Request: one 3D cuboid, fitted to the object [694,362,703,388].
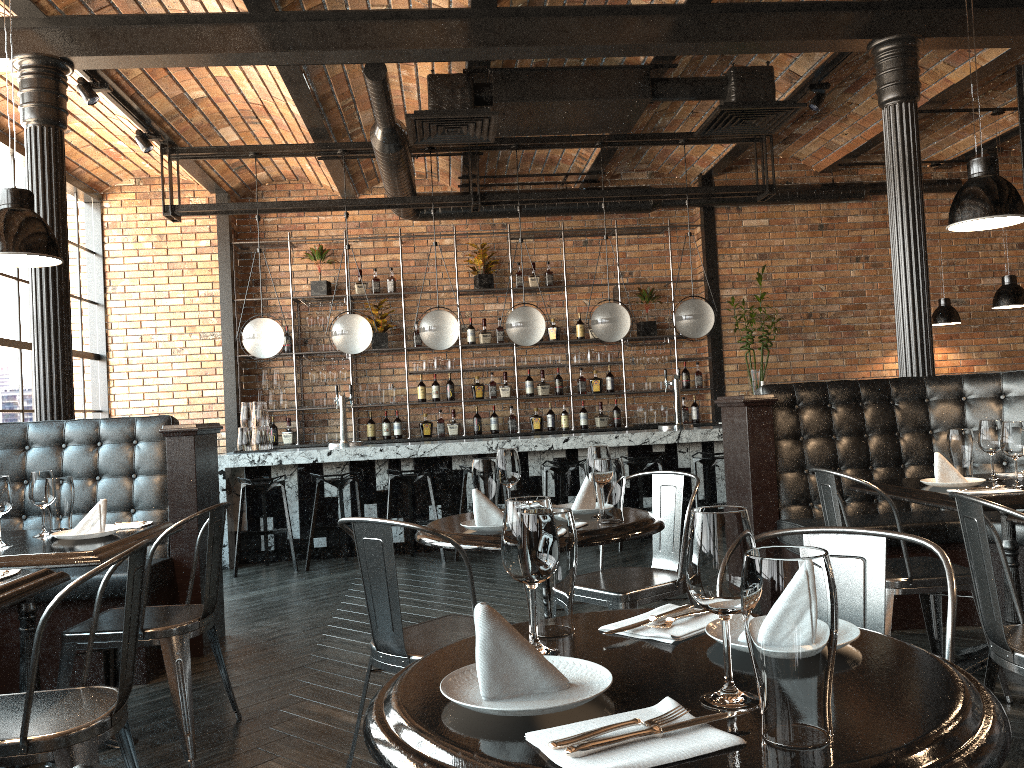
[{"bbox_3d":[1.990,-0.092,9.473,0.083,0.282,0.083,-3,-2,6],"label":"object"}]

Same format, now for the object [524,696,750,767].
[{"bbox_3d":[0.156,0.398,1.022,0.255,0.019,0.157,-2,-2,-24],"label":"object"}]

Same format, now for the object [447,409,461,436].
[{"bbox_3d":[-0.605,0.403,9.261,0.123,0.279,0.123,-3,-2,10],"label":"object"}]

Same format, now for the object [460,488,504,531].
[{"bbox_3d":[-0.056,0.409,2.914,0.232,0.139,0.232,-4,-2,40],"label":"object"}]

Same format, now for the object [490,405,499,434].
[{"bbox_3d":[-0.184,0.372,9.313,0.086,0.298,0.086,-5,-2,45],"label":"object"}]

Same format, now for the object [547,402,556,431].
[{"bbox_3d":[0.411,0.344,9.362,0.086,0.298,0.086,-5,-2,45],"label":"object"}]

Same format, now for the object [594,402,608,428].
[{"bbox_3d":[0.943,0.326,9.372,0.123,0.279,0.123,-3,-2,-15],"label":"object"}]

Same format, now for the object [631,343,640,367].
[{"bbox_3d":[1.299,-0.303,9.340,0.092,0.244,0.092,-4,-2,35],"label":"object"}]

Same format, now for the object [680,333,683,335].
[{"bbox_3d":[1.826,-0.655,9.480,0.083,0.282,0.083,-3,-2,11],"label":"object"}]

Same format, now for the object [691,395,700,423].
[{"bbox_3d":[1.956,0.267,9.473,0.086,0.298,0.086,-5,-2,45],"label":"object"}]

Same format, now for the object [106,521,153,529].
[{"bbox_3d":[-1.572,0.559,3.518,0.255,0.019,0.157,-3,-2,-4],"label":"object"}]

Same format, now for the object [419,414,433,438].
[{"bbox_3d":[-0.897,0.433,9.252,0.151,0.248,0.094,-3,-2,-15],"label":"object"}]

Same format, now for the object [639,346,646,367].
[{"bbox_3d":[1.397,-0.303,9.512,0.092,0.244,0.092,-4,-2,35],"label":"object"}]

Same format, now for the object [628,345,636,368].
[{"bbox_3d":[1.288,-0.297,9.504,0.092,0.244,0.092,-4,-2,35],"label":"object"}]

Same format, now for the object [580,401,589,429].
[{"bbox_3d":[0.760,0.325,9.381,0.086,0.298,0.086,-5,-2,45],"label":"object"}]

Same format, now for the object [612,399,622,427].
[{"bbox_3d":[1.110,0.307,9.401,0.086,0.299,0.086,-5,-2,45],"label":"object"}]

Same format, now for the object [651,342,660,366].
[{"bbox_3d":[1.508,-0.313,9.355,0.092,0.244,0.092,-4,-2,35],"label":"object"}]

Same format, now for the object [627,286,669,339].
[{"bbox_3d":[1.446,-0.774,9.422,0.374,0.560,0.398,-2,-2,-32],"label":"object"}]

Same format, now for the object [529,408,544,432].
[{"bbox_3d":[0.260,0.376,9.336,0.151,0.248,0.094,-3,-2,5],"label":"object"}]

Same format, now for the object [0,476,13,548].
[{"bbox_3d":[-1.788,0.444,3.088,0.092,0.244,0.092,-1,-2,-43],"label":"object"}]

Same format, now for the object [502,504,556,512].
[{"bbox_3d":[0.072,0.470,3.349,0.255,0.019,0.157,-1,-2,-44],"label":"object"}]

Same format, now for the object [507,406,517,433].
[{"bbox_3d":[-0.001,0.371,9.318,0.083,0.282,0.083,-2,-2,-19],"label":"object"}]

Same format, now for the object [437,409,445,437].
[{"bbox_3d":[-0.744,0.407,9.265,0.083,0.282,0.083,-3,-2,-4],"label":"object"}]

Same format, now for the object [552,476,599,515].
[{"bbox_3d":[0.256,0.402,3.234,0.232,0.139,0.232,-2,-2,-34],"label":"object"}]

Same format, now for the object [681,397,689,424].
[{"bbox_3d":[1.832,0.280,9.450,0.083,0.282,0.083,-2,-2,-19],"label":"object"}]

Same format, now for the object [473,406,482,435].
[{"bbox_3d":[-0.362,0.380,9.267,0.086,0.297,0.086,-4,-2,30],"label":"object"}]

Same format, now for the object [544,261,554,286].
[{"bbox_3d":[0.389,-1.157,9.395,0.083,0.282,0.083,-2,-2,-19],"label":"object"}]

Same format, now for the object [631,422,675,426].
[{"bbox_3d":[1.502,0.427,9.367,0.437,0.019,0.273,-3,-2,-4],"label":"object"}]

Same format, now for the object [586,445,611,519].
[{"bbox_3d":[0.303,0.335,3.048,0.092,0.244,0.092,-3,-2,-5],"label":"object"}]

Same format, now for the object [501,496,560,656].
[{"bbox_3d":[0.031,0.302,1.392,0.092,0.244,0.092,-2,-2,-41],"label":"object"}]

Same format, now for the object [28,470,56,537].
[{"bbox_3d":[-1.773,0.451,3.351,0.092,0.244,0.092,-1,-2,-43],"label":"object"}]

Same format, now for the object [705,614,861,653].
[{"bbox_3d":[0.419,0.340,1.391,0.232,0.139,0.232,-4,-2,41],"label":"object"}]

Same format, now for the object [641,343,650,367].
[{"bbox_3d":[1.409,-0.308,9.348,0.092,0.244,0.092,-4,-2,35],"label":"object"}]

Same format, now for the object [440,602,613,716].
[{"bbox_3d":[0.017,0.355,1.196,0.232,0.139,0.232,-3,-2,-8],"label":"object"}]

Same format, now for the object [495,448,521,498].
[{"bbox_3d":[-0.012,0.356,3.210,0.092,0.244,0.092,-3,-2,-5],"label":"object"}]

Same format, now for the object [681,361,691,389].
[{"bbox_3d":[1.853,-0.094,9.467,0.086,0.299,0.086,-5,-2,45],"label":"object"}]

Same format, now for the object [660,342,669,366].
[{"bbox_3d":[1.611,-0.318,9.362,0.092,0.244,0.092,-4,-2,35],"label":"object"}]

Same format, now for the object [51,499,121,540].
[{"bbox_3d":[-1.568,0.497,3.262,0.232,0.139,0.232,-3,-2,-7],"label":"object"}]

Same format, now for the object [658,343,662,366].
[{"bbox_3d":[1.599,-0.313,9.527,0.092,0.244,0.092,-4,-2,35],"label":"object"}]

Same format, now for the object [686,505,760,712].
[{"bbox_3d":[0.271,0.282,1.132,0.092,0.244,0.092,-3,-2,-7],"label":"object"}]

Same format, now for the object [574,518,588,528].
[{"bbox_3d":[0.145,0.451,2.849,0.157,0.019,0.255,-4,-2,26],"label":"object"}]

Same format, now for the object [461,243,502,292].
[{"bbox_3d":[-0.321,-1.242,9.385,0.425,0.526,0.430,-3,-2,-2],"label":"object"}]

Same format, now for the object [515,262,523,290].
[{"bbox_3d":[0.077,-1.142,9.373,0.083,0.282,0.083,-3,-2,-4],"label":"object"}]

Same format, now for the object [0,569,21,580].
[{"bbox_3d":[-1.494,0.523,2.409,0.255,0.019,0.157,-3,-2,-4],"label":"object"}]

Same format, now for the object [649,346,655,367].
[{"bbox_3d":[1.496,-0.308,9.519,0.092,0.244,0.092,-4,-2,35],"label":"object"}]

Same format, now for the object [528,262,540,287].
[{"bbox_3d":[0.232,-1.147,9.385,0.123,0.279,0.123,-3,-2,0],"label":"object"}]

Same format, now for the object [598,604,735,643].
[{"bbox_3d":[0.258,0.407,1.517,0.255,0.019,0.157,-1,-2,-44],"label":"object"}]
